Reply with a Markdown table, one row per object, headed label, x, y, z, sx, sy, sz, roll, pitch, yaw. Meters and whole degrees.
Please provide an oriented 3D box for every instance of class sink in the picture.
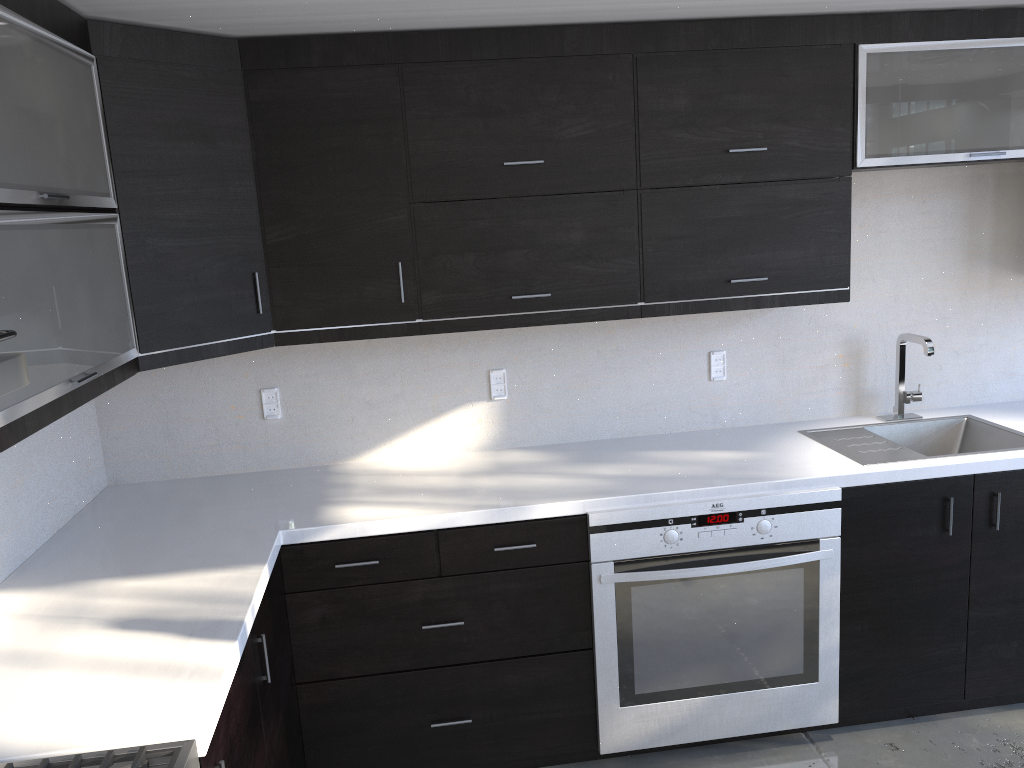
| label | x | y | z | sx | sy | sz | roll | pitch | yaw |
| --- | --- | --- | --- | --- | --- | --- | --- | --- | --- |
| sink | 1.412 | 0.266 | 3.064 | 0.676 | 0.169 | 0.473 | -5 | 11 | -6 |

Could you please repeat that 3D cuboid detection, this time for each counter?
| label | x | y | z | sx | sy | sz | roll | pitch | yaw |
| --- | --- | --- | --- | --- | --- | --- | --- | --- | --- |
| counter | 0.791 | 0.350 | 2.518 | 4.237 | 0.045 | 1.704 | -5 | 11 | -6 |

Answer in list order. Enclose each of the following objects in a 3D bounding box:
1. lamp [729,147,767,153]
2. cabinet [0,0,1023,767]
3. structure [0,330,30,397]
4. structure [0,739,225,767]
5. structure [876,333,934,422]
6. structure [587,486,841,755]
| label | x | y | z | sx | sy | sz | roll | pitch | yaw |
| --- | --- | --- | --- | --- | --- | --- | --- | --- | --- |
| lamp | 0.826 | -0.662 | 1.859 | 0.124 | 0.625 | 1.946 | -4 | 11 | -4 |
| cabinet | 0.931 | 0.326 | 1.239 | 4.231 | 2.322 | 4.263 | -5 | 11 | -6 |
| structure | -0.951 | -0.336 | 0.894 | 0.489 | 0.933 | 0.725 | -5 | 11 | -6 |
| structure | -0.742 | 1.069 | 1.245 | 0.621 | 0.905 | 0.842 | -5 | 11 | -6 |
| structure | 1.456 | -0.016 | 3.225 | 0.149 | 0.329 | 0.224 | -5 | 11 | -6 |
| structure | 0.594 | 0.675 | 3.084 | 0.784 | 0.792 | 0.780 | -5 | 11 | -6 |
